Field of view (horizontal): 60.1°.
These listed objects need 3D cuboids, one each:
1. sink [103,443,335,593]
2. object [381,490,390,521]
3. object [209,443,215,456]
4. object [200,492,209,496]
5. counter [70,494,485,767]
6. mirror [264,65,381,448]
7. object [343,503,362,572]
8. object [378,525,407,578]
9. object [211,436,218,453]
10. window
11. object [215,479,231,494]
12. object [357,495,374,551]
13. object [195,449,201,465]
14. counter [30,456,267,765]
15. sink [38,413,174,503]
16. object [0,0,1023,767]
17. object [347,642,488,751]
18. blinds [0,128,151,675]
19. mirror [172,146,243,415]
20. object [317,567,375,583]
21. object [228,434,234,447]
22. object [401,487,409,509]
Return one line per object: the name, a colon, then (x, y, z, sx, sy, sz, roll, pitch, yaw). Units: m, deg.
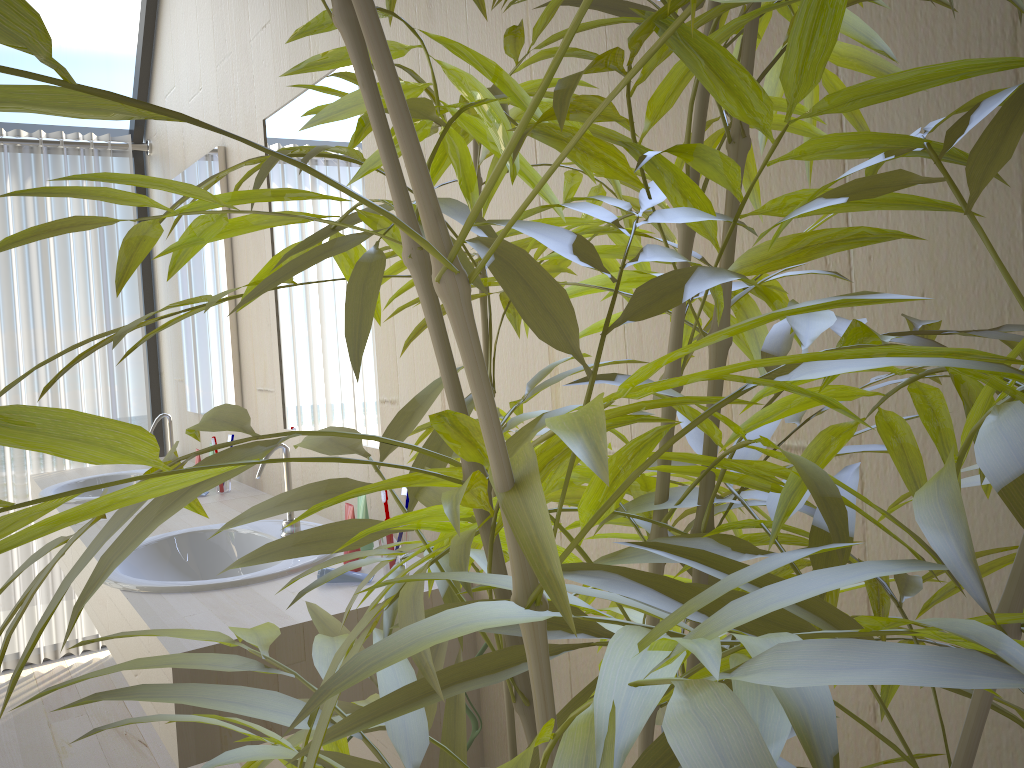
sink: (-0.638, 0.355, 1.941, 0.505, 0.419, 0.574, -5, 4, -29)
object: (-0.233, 0.279, 1.666, 0.012, 0.178, 0.050, -4, 1, 6)
object: (-0.970, 0.261, 2.869, 0.039, 0.134, 0.039, -3, 1, 16)
object: (-0.971, 0.325, 2.675, 0.104, 0.029, 0.033, -3, 3, 7)
counter: (-0.590, 0.763, 2.002, 0.552, 0.789, 1.205, -5, 3, -33)
mirror: (-0.476, -0.297, 2.207, 0.023, 0.867, 0.653, -4, 2, -33)
object: (-0.317, 0.304, 1.745, 0.039, 0.134, 0.039, -4, 1, 8)
object: (-0.227, 0.319, 1.696, 0.058, 0.100, 0.058, -4, 2, -23)
object: (-0.891, 0.245, 2.676, 0.012, 0.178, 0.050, -4, 1, 6)
window: (-3.282, -0.119, 2.305, 4.571, 2.810, 0.744, -6, 2, -33)
object: (-0.885, 0.285, 2.707, 0.059, 0.100, 0.058, -5, 2, -26)
object: (-0.312, 0.295, 1.858, 0.039, 0.134, 0.039, -4, 1, 8)
object: (-0.974, 0.270, 2.755, 0.039, 0.134, 0.039, -3, 1, 16)
counter: (-1.248, 0.729, 3.013, 0.552, 0.789, 1.205, -5, 3, -33)
sink: (-1.296, 0.321, 2.952, 0.505, 0.419, 0.574, -5, 4, -29)
object: (0.104, 0.340, 0.472, 0.787, 1.754, 0.936, -4, 2, -8)
object: (-0.090, 0.789, 1.447, 0.273, 0.748, 0.408, -2, 2, 45)
blinds: (-2.013, 0.063, 3.355, 1.185, 2.068, 0.084, -5, 1, -33)
mirror: (-1.064, -0.323, 3.060, 0.023, 0.867, 0.653, -4, 2, -33)
object: (-0.313, 0.359, 1.665, 0.104, 0.029, 0.033, -3, 3, 7)
object: (-0.872, 0.243, 2.708, 0.054, 0.175, 0.012, -4, 1, -8)
object: (-0.214, 0.277, 1.697, 0.054, 0.175, 0.012, -4, 1, -8)
